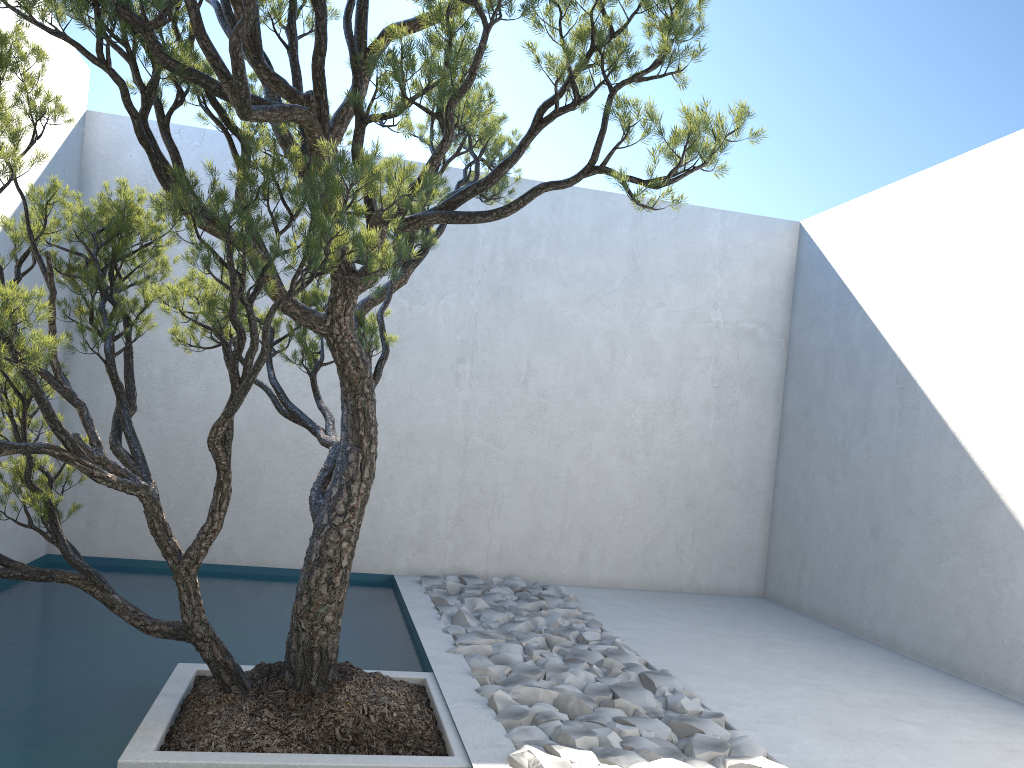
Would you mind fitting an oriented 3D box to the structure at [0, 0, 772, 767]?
[{"bbox_3d":[-0.823,-0.400,2.744,2.592,3.469,2.516,6,-1,-18],"label":"structure"}]
